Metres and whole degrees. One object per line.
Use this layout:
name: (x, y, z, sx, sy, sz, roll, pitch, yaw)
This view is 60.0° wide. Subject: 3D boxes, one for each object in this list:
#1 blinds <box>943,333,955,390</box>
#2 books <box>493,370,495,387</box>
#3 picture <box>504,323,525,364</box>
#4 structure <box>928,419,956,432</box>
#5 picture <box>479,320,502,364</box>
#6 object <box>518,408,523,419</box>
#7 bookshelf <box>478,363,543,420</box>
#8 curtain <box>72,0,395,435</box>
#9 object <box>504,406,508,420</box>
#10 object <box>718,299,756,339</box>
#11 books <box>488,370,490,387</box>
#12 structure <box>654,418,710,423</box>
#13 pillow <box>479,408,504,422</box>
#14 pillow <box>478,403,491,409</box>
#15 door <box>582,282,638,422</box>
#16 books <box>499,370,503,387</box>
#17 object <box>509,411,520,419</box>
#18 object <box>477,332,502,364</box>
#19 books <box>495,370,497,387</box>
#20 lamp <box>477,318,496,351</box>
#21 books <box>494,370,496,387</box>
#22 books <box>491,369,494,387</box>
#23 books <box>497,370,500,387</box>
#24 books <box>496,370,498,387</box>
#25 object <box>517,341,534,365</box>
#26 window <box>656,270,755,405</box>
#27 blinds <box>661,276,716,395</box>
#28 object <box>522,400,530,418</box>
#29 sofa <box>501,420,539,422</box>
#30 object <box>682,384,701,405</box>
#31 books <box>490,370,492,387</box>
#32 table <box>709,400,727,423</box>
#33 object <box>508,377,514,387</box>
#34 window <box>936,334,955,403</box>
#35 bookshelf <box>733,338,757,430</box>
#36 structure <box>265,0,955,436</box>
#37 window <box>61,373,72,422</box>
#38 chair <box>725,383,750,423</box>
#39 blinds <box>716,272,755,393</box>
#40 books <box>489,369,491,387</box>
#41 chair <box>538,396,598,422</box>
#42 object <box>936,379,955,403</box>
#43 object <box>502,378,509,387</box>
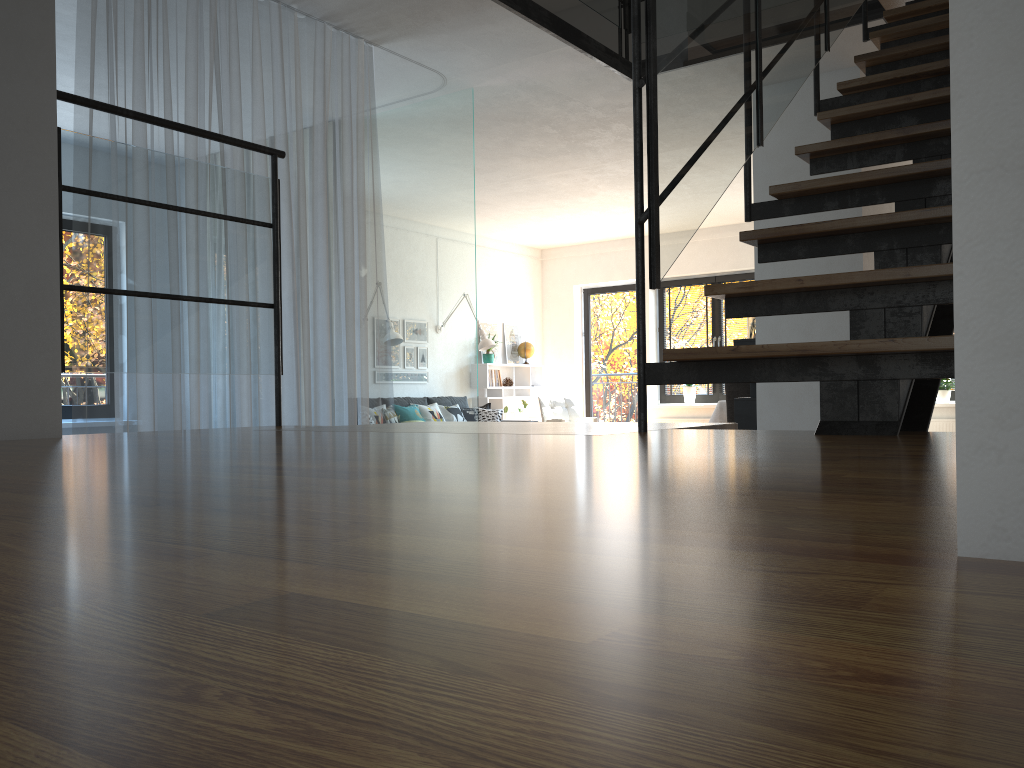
blinds: (4.710, -0.640, 9.004, 0.710, 1.422, 0.049, -1, 0, 36)
books: (-0.271, -0.067, 10.667, 0.135, 0.208, 0.048, -1, 0, 36)
picture: (0.027, -0.504, 11.298, 0.059, 0.532, 0.390, -1, 0, 36)
structure: (4.214, 0.588, 9.114, 1.457, 0.459, 0.078, -1, 0, 37)
picture: (-0.270, -0.505, 10.884, 0.059, 0.532, 0.390, -1, 0, 36)
object: (0.100, 0.368, 11.166, 0.072, 0.137, 0.072, -1, 0, 16)
bookshelf: (-0.033, 0.360, 11.002, 0.237, 1.200, 1.189, -1, 0, 36)
curtain: (-1.228, -0.512, 4.227, 0.154, 2.733, 1.808, -1, 0, 38)
object: (-0.090, 0.348, 10.797, 0.088, 0.173, 0.087, -1, 0, -38)
object: (1.633, -0.564, 6.163, 0.426, 0.522, 0.298, -1, 0, 33)
books: (-0.326, -0.065, 10.591, 0.136, 0.210, 0.033, -1, 0, 36)
structure: (2.352, 0.636, 10.455, 1.457, 0.459, 0.078, -1, 0, 34)
pillow: (-0.250, 0.404, 9.812, 0.358, 0.312, 0.169, -1, 0, -14)
pillow: (-0.429, 0.392, 9.872, 0.449, 0.358, 0.234, -1, 0, -28)
door: (1.341, -0.166, 11.483, 0.976, 2.275, 0.119, -1, 0, 36)
books: (-0.187, -0.066, 10.780, 0.132, 0.204, 0.070, -1, 0, 37)
object: (0.032, 0.387, 11.044, 0.134, 0.097, 0.132, -1, 0, 6)
object: (-0.283, -0.426, 10.684, 0.387, 0.372, 0.424, -1, 0, 22)
books: (-0.242, -0.064, 10.708, 0.131, 0.204, 0.035, -1, 0, 36)
lamp: (-0.509, -0.701, 10.044, 0.698, 0.670, 0.200, -1, 0, 27)
books: (-0.254, -0.067, 10.689, 0.133, 0.209, 0.044, -1, 0, 35)
books: (-0.284, -0.068, 10.641, 0.133, 0.210, 0.044, -1, 0, 36)
books: (-0.209, -0.067, 10.756, 0.128, 0.211, 0.061, -1, 0, 37)
books: (-0.230, -0.067, 10.726, 0.133, 0.208, 0.044, -1, 0, 36)
object: (0.179, -0.392, 11.316, 0.217, 0.305, 0.216, -1, 0, -37)
window: (9.898, 1.653, 19.830, 21.828, 18.371, 12.973, -1, 0, -24)
blinds: (2.166, -0.574, 10.837, 0.710, 1.422, 0.049, -1, 0, 36)
object: (0.173, 0.319, 11.255, 0.098, 0.236, 0.097, -1, 0, 23)
sofa: (-0.409, 0.539, 8.764, 2.163, 0.848, 2.508, -1, -1, 36)
object: (2.131, 0.031, 10.654, 0.286, 0.444, 0.340, -1, 0, 24)
books: (-0.302, -0.066, 10.622, 0.136, 0.209, 0.044, -1, 0, 36)
table: (2.939, 0.525, 8.552, 1.856, 0.763, 1.235, -1, -1, 36)
object: (-0.028, -0.022, 11.025, 0.101, 0.125, 0.096, -1, 0, -39)
window: (4.420, -0.589, 9.261, 1.561, 1.588, 0.119, -1, 0, 36)
bookshelf: (1.960, 0.295, 6.458, 0.237, 1.200, 1.189, -1, 0, 36)
structure: (0.903, -1.022, 3.614, 2.685, 4.131, 4.581, -1, 0, 35)
window: (-3.603, -0.497, 6.494, 0.119, 1.588, 1.561, -1, 0, 36)
chair: (2.333, 0.433, 8.335, 0.461, 0.960, 0.544, -1, 0, 41)
blinds: (2.752, -0.590, 10.415, 0.710, 1.422, 0.049, -1, 0, 36)
books: (-0.315, -0.067, 10.603, 0.129, 0.209, 0.035, -1, 0, 36)
chair: (0.661, 0.552, 10.458, 0.545, 0.832, 0.685, -1, 0, -29)
object: (4.378, 0.041, 9.019, 0.380, 0.308, 0.371, -1, 0, 10)
object: (-0.078, -0.024, 10.961, 0.102, 0.127, 0.094, -1, 0, -9)
